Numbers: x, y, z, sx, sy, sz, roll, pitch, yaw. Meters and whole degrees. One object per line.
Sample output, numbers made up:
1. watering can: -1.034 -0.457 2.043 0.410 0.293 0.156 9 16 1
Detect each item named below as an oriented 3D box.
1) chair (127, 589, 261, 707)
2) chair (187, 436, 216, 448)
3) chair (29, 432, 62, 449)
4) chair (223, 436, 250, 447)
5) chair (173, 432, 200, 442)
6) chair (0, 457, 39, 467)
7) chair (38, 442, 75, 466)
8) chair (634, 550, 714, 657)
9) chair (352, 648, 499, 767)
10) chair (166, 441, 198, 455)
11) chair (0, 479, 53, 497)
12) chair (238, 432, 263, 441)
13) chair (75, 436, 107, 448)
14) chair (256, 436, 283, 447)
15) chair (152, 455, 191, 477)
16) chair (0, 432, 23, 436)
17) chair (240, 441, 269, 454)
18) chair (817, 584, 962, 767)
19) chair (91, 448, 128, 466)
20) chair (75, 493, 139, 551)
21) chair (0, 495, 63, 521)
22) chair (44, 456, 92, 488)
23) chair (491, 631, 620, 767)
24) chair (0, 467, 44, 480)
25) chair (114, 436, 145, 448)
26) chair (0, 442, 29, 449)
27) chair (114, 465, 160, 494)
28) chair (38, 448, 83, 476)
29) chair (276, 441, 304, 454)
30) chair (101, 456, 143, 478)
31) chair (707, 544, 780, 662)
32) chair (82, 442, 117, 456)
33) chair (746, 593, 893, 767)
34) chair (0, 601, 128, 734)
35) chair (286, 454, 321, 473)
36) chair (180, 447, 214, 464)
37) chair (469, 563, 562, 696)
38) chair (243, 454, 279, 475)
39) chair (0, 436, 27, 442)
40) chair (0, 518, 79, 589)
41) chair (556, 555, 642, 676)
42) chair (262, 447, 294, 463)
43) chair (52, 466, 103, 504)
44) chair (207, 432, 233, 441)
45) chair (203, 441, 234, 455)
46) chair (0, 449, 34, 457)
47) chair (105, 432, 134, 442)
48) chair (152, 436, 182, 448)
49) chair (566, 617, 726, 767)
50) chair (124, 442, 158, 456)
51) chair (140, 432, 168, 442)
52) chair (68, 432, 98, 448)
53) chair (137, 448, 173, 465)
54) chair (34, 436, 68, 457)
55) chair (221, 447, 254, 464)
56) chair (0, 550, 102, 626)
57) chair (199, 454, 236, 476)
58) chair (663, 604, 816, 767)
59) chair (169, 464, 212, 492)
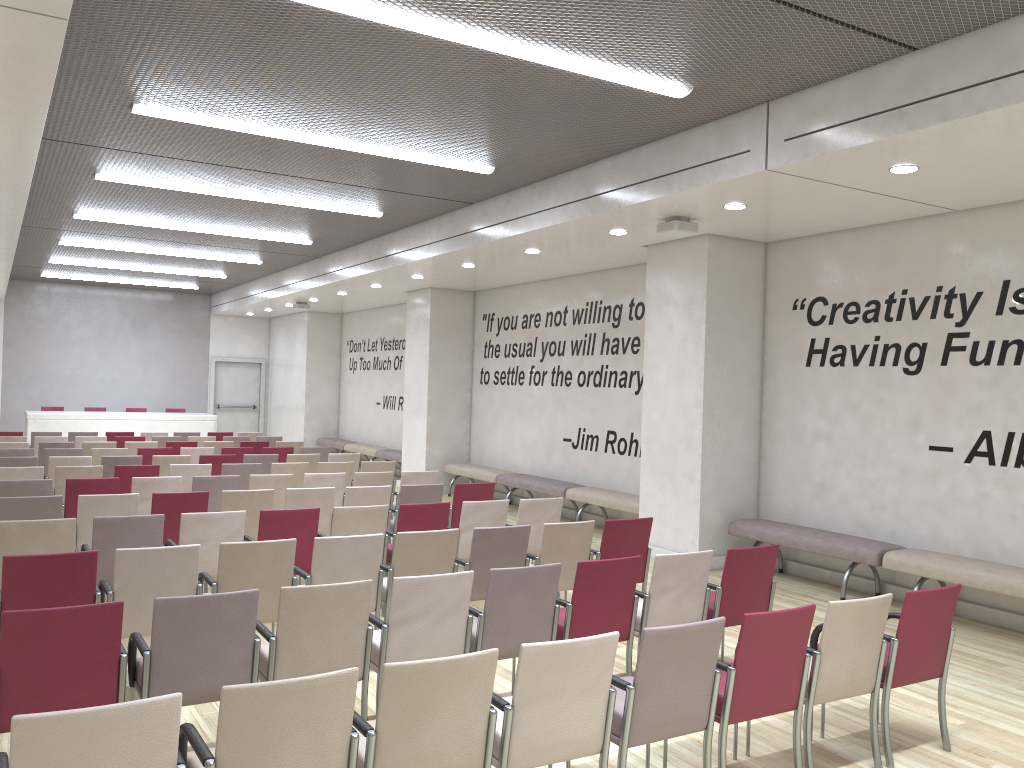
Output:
1. chair: -1.493 1.358 4.134 0.513 0.890 0.640 2 0 -31
2. chair: -5.240 1.299 14.775 0.513 0.890 0.640 2 0 -31
3. chair: -7.748 1.219 14.709 0.513 0.890 0.640 2 0 -30
4. chair: -4.752 1.316 15.047 0.513 0.890 0.640 2 0 -30
5. chair: -5.862 1.285 15.822 0.513 0.890 0.640 2 0 -30
6. chair: -5.721 1.258 10.203 0.513 0.890 0.640 2 0 -30
7. chair: -6.497 1.247 12.588 0.513 0.890 0.640 2 0 -31
8. chair: 0.870 1.440 5.517 0.513 0.890 0.640 2 0 -30
9. chair: -0.400 1.388 3.341 0.513 0.890 0.640 2 0 -30
10. chair: -5.070 1.297 13.431 0.513 0.890 0.640 2 0 -32
11. chair: -4.467 1.286 8.084 0.513 0.890 0.640 2 0 -30
12. chair: -4.916 1.318 16.378 0.513 0.890 0.640 2 0 -30
13. chair: -6.659 1.249 13.936 0.513 0.890 0.640 2 0 -31
14. chair: -4.279 1.332 15.325 0.513 0.890 0.640 2 0 -30
15. chair: -4.293 1.308 11.029 0.513 0.890 0.640 2 0 -30
16. chair: -8.230 1.202 14.422 0.513 0.890 0.640 2 0 -31
17. chair: -4.144 1.329 13.991 0.513 0.890 0.640 2 0 -31
18. chair: 1.980 1.471 4.740 0.513 0.890 0.640 2 0 -31
19. chair: -5.404 1.277 11.812 0.513 0.890 0.640 2 0 -31
20. chair: -3.361 1.316 7.297 0.513 0.890 0.640 2 0 -30
21. chair: -3.846 1.300 7.027 0.513 0.890 0.640 2 0 -31
22. chair: -5.244 1.275 10.468 0.513 0.890 0.640 2 0 -30
23. chair: 0.071 1.405 3.621 0.513 0.890 0.640 2 0 -30
24. chair: -5.098 1.272 9.134 0.513 0.890 0.640 2 0 -30
25. chair: -6.179 1.266 14.223 0.513 0.890 0.640 2 0 -31
26. chair: -6.975 1.230 12.303 0.513 0.890 0.640 2 0 -30
27. chair: -4.149 1.305 9.692 0.513 0.890 0.640 2 0 -31
28. chair: -5.870 1.261 11.535 0.513 0.890 0.640 2 0 -31
29. chair: -3.671 1.346 14.269 0.513 0.890 0.640 2 0 -31
30. chair: -4.772 1.291 10.748 0.513 0.890 0.640 2 0 -30
31. chair: 1.355 1.457 5.799 0.513 0.890 0.640 2 0 -31
32. chair: -6.037 1.263 12.873 0.513 0.890 0.640 2 0 -31
33. chair: 1.505 1.455 4.465 0.513 0.890 0.640 2 0 -30
34. chair: -1.979 1.341 3.846 0.513 0.890 0.640 2 0 -31
35. chair: -2.889 1.357 11.867 0.513 0.890 0.640 2 0 -31
36. chair: -4.460 1.310 12.372 0.513 0.890 0.640 2 0 -31
37. chair: -0.083 1.407 4.963 0.513 0.890 0.640 2 0 -30
38. chair: -3.367 1.340 11.593 0.513 0.890 0.640 2 0 -31
39. chair: -7.601 1.216 13.377 0.513 0.890 0.640 2 0 -31
40. chair: -3.211 1.314 5.964 0.513 0.890 0.640 2 0 -30
41. chair: 0.391 1.424 5.247 0.513 0.890 0.640 2 0 -32
42. chair: -3.503 1.344 12.940 0.513 0.890 0.640 2 0 -31
43. chair: -4.630 1.288 9.409 0.513 0.890 0.640 2 0 -31
44. chair: -5.377 1.302 16.111 0.513 0.890 0.640 2 0 -31
45. chair: -4.614 1.313 13.713 0.513 0.890 0.640 2 0 -31
46. chair: -6.351 1.244 11.257 0.513 0.890 0.640 2 0 -31
47. chair: -6.804 1.252 15.271 0.513 0.890 0.640 2 0 -31
48. chair: -5.700 1.283 14.489 0.513 0.890 0.640 2 0 -30
49. chair: 0.552 1.421 3.895 0.513 0.890 0.640 2 0 -31
50. chair: -5.549 1.280 13.148 0.513 0.890 0.640 2 0 -30
51. chair: -6.327 1.269 15.557 0.513 0.890 0.640 2 0 -30
52. chair: -7.287 1.235 14.995 0.513 0.890 0.640 2 0 -30
53. chair: -4.929 1.294 12.104 0.513 0.890 0.640 2 0 -31
54. chair: -7.122 1.233 13.648 0.513 0.890 0.640 2 0 -30
55. chair: -3.987 1.327 12.642 0.513 0.890 0.640 2 0 -30
56. chair: -2.582 1.328 4.904 0.513 0.890 0.640 2 0 -31
57. chair: -3.835 1.324 11.323 0.513 0.890 0.640 2 0 -31
58. chair: 1.034 1.438 4.184 0.513 0.890 0.640 2 0 -31
59. chair: -3.686 1.321 9.980 0.513 0.890 0.640 2 0 -31
